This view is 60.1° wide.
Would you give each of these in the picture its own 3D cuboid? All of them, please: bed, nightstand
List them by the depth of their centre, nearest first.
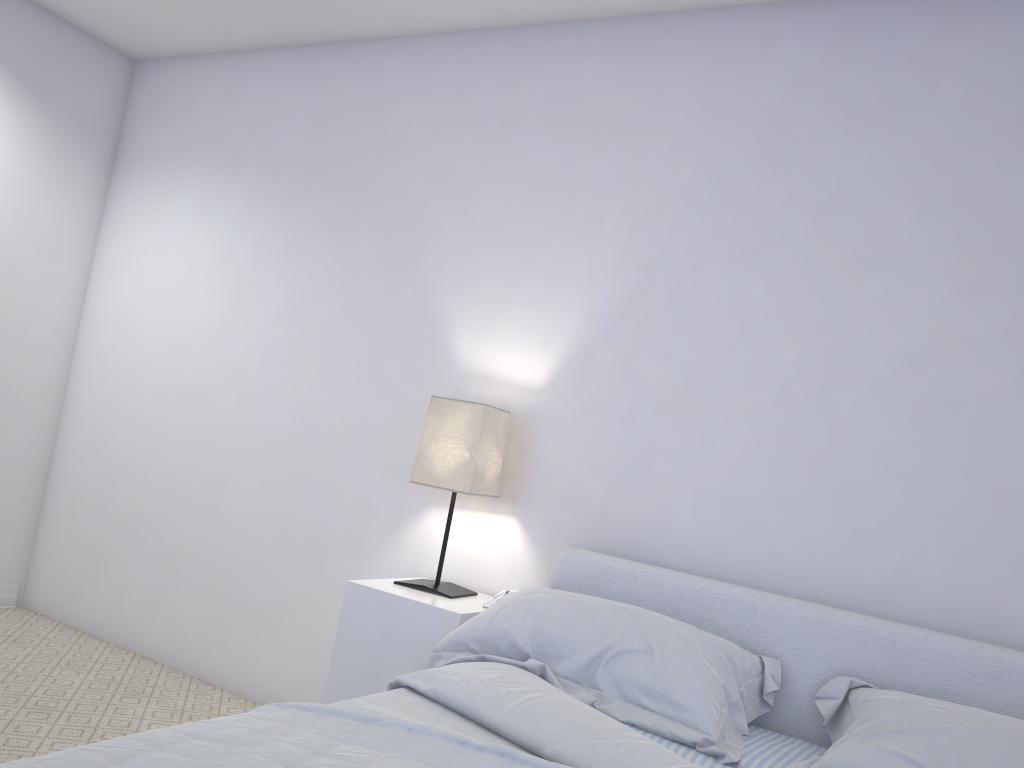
[{"bbox_3d":[0.358,0.818,1.394,1.962,0.813,2.033,8,-5,29],"label":"bed"},{"bbox_3d":[0.656,1.049,2.115,2.540,0.599,0.403,8,-4,29],"label":"nightstand"}]

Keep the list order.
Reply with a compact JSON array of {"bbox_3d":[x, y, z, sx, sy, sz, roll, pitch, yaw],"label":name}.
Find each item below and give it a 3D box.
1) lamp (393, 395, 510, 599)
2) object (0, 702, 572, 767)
[{"bbox_3d":[-0.178,0.345,2.726,0.209,0.581,0.211,10,-3,25],"label":"lamp"},{"bbox_3d":[-0.301,0.720,1.146,0.910,0.465,0.722,9,-5,26],"label":"object"}]
